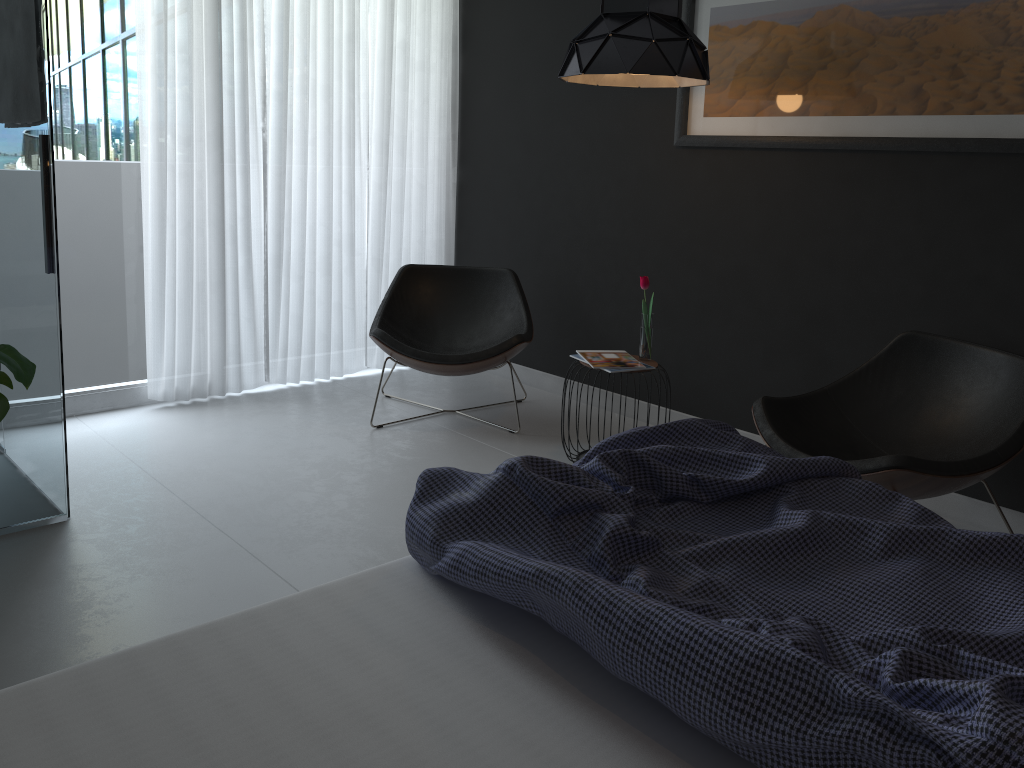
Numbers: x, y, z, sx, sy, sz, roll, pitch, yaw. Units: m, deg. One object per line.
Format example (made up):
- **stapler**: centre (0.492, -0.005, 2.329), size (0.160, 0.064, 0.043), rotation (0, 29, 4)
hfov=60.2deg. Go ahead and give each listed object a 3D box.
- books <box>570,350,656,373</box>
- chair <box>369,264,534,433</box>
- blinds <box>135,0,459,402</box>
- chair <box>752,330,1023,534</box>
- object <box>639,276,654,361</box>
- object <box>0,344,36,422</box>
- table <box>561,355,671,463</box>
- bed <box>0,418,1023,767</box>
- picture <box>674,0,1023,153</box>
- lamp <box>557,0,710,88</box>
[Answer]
- **books**: centre (-1.366, 0.898, 0.221), size (0.407, 0.366, 8.343), rotation (8, 16, 26)
- **chair**: centre (-0.292, -0.199, 4.323), size (0.789, 0.681, 0.828), rotation (2, 12, 0)
- **blinds**: centre (-1.008, -1.333, 4.621), size (1.863, 2.659, 0.138), rotation (-8, 14, -42)
- **chair**: centre (1.261, 0.220, 2.929), size (0.814, 0.681, 0.802), rotation (-3, 13, -21)
- **object**: centre (0.560, -0.271, 3.677), size (0.066, 0.350, 0.078), rotation (0, 10, -10)
- **object**: centre (-1.583, 0.162, 2.017), size (0.852, 1.033, 1.004), rotation (-3, 13, -23)
- **table**: centre (0.435, 0.119, 3.703), size (0.452, 0.429, 0.456), rotation (8, 13, 25)
- **bed**: centre (0.066, -0.021, 1.017), size (2.624, 2.013, 2.585), rotation (-9, 17, -41)
- **picture**: centre (1.408, -1.232, 3.269), size (0.041, 0.712, 1.970), rotation (-6, 16, -41)
- **lamp**: centre (0.497, -1.626, 3.393), size (0.583, 0.890, 0.616), rotation (-3, 12, -24)
